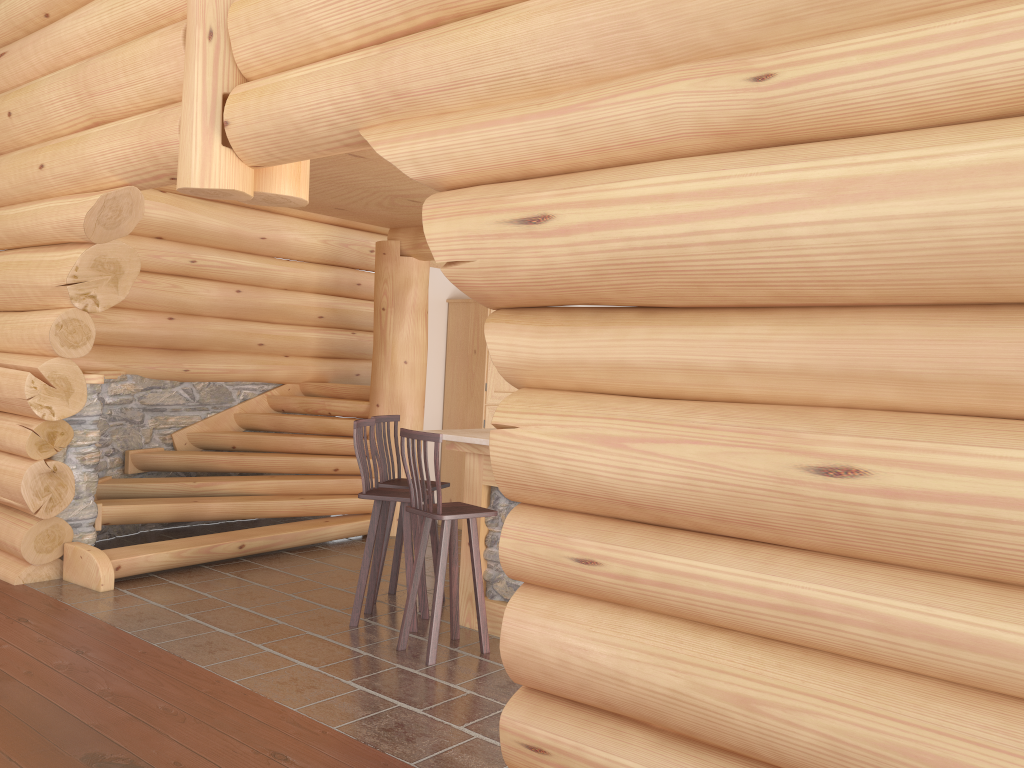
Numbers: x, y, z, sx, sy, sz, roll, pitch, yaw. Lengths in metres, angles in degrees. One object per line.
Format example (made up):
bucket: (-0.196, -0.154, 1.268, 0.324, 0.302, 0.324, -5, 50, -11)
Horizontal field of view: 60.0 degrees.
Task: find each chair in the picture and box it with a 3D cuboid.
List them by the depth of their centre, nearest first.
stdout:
chair: (-0.397, 0.935, 5.262, 0.504, 1.319, 0.406, 2, 1, -40)
chair: (-0.793, 0.905, 5.821, 0.504, 1.319, 0.406, 3, 1, 8)
chair: (-0.744, 0.899, 6.340, 0.504, 1.319, 0.406, 3, 1, 20)

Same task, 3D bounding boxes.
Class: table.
table: (0.929, 1.029, 5.382, 3.220, 1.257, 1.196, 4, 1, 40)

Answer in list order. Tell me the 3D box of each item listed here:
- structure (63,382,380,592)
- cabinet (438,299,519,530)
structure: (-2.635, 0.617, 8.220, 1.951, 1.643, 3.604, 3, 1, 34)
cabinet: (0.081, 0.335, 9.945, 0.670, 2.403, 1.847, 4, 1, 40)
